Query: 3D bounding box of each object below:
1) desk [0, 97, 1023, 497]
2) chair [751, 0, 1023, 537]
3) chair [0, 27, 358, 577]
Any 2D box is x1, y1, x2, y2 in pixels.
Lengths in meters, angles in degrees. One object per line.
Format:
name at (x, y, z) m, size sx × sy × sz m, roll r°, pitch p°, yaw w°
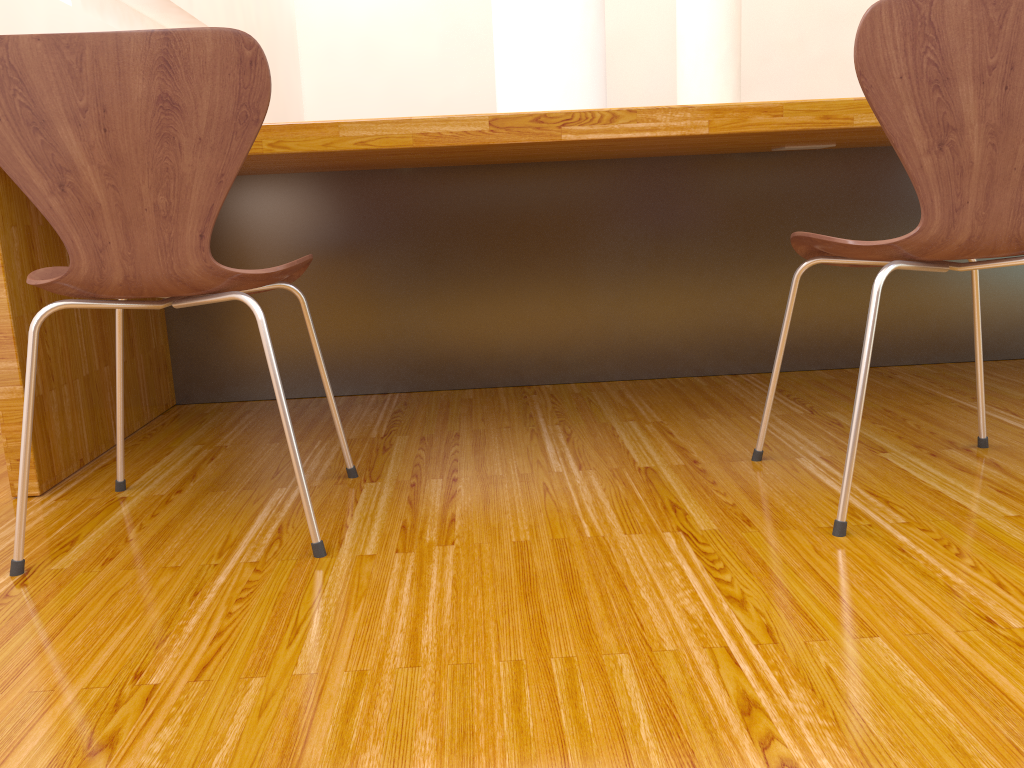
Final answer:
desk at (0.647, -0.246, 2.298) m, size 3.243 × 0.785 × 1.527 m, roll -3°, pitch 11°, yaw -2°
chair at (0.626, -0.177, 1.322) m, size 0.428 × 0.693 × 0.381 m, roll -3°, pitch 11°, yaw -2°
chair at (-0.492, -0.124, 1.320) m, size 0.428 × 0.693 × 0.381 m, roll -3°, pitch 11°, yaw -2°
